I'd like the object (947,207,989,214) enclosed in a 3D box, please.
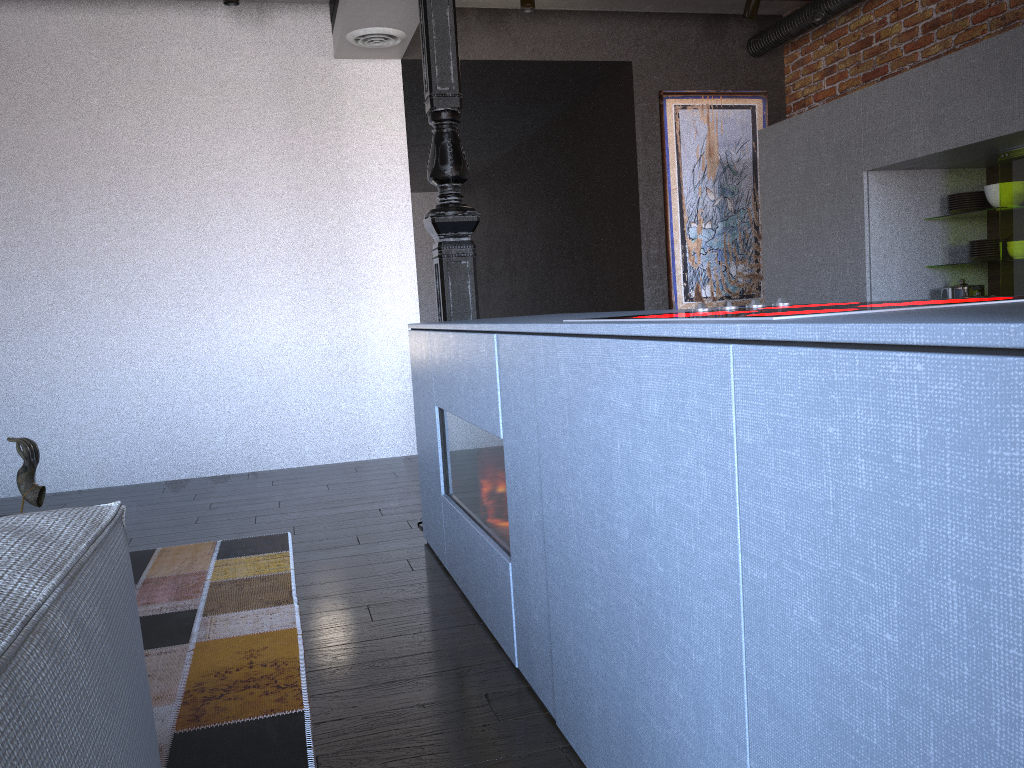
[{"bbox_3d":[2.200,-0.829,4.279,0.180,0.027,0.180,1,7,43],"label":"object"}]

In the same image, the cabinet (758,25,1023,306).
[{"bbox_3d":[2.363,-0.461,3.286,0.713,1.809,4.172,-5,5,-15],"label":"cabinet"}]

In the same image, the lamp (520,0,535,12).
[{"bbox_3d":[0.072,-2.182,4.959,0.114,0.184,0.082,1,7,40],"label":"lamp"}]

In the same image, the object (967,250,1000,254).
[{"bbox_3d":[2.246,-0.612,4.177,0.180,0.027,0.180,1,7,43],"label":"object"}]

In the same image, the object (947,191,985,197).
[{"bbox_3d":[2.195,-0.904,4.272,0.180,0.027,0.180,1,7,43],"label":"object"}]

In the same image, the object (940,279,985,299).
[{"bbox_3d":[2.166,-0.415,4.268,0.193,0.178,0.208,-1,6,27],"label":"object"}]

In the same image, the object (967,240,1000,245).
[{"bbox_3d":[2.243,-0.655,4.173,0.180,0.027,0.180,1,7,43],"label":"object"}]

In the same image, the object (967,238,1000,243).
[{"bbox_3d":[2.243,-0.665,4.172,0.180,0.027,0.180,1,7,43],"label":"object"}]

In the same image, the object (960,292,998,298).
[{"bbox_3d":[2.128,-0.362,4.046,0.159,0.117,0.172,-1,6,27],"label":"object"}]

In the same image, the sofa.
[{"bbox_3d":[-1.837,0.541,1.505,2.536,0.698,3.299,-5,5,-15],"label":"sofa"}]

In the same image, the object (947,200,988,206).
[{"bbox_3d":[2.198,-0.862,4.276,0.180,0.027,0.180,1,7,43],"label":"object"}]

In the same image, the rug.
[{"bbox_3d":[-1.293,0.752,2.383,1.431,0.013,2.363,-5,5,-15],"label":"rug"}]

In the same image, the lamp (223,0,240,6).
[{"bbox_3d":[-1.466,-2.050,4.564,0.120,0.184,0.082,-1,6,27],"label":"lamp"}]

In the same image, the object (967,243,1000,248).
[{"bbox_3d":[2.244,-0.644,4.174,0.180,0.027,0.180,1,7,43],"label":"object"}]

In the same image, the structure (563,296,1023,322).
[{"bbox_3d":[0.443,-0.109,1.442,0.504,0.057,0.763,-5,5,-15],"label":"structure"}]

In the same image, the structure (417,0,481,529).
[{"bbox_3d":[-3.549,-0.216,1.404,8.511,2.395,0.481,-7,6,-34],"label":"structure"}]

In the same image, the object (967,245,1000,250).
[{"bbox_3d":[2.245,-0.634,4.175,0.180,0.027,0.180,1,7,43],"label":"object"}]

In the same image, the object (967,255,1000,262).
[{"bbox_3d":[2.247,-0.591,4.179,0.180,0.027,0.180,1,7,43],"label":"object"}]

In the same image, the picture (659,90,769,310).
[{"bbox_3d":[1.384,-1.219,5.955,0.780,1.471,0.067,-5,5,-15],"label":"picture"}]

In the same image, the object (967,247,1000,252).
[{"bbox_3d":[2.245,-0.623,4.176,0.180,0.027,0.180,1,7,43],"label":"object"}]

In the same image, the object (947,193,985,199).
[{"bbox_3d":[2.196,-0.894,4.273,0.180,0.027,0.180,1,7,43],"label":"object"}]

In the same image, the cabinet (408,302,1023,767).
[{"bbox_3d":[0.307,0.262,2.056,0.607,0.844,2.959,-5,5,-15],"label":"cabinet"}]

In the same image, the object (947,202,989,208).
[{"bbox_3d":[2.199,-0.851,4.277,0.180,0.027,0.180,1,7,43],"label":"object"}]

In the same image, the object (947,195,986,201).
[{"bbox_3d":[2.197,-0.883,4.274,0.180,0.027,0.180,1,7,43],"label":"object"}]

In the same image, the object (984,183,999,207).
[{"bbox_3d":[2.265,-0.856,4.052,0.191,0.113,0.191,-4,5,-6],"label":"object"}]

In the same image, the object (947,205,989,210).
[{"bbox_3d":[2.199,-0.840,4.278,0.180,0.027,0.180,1,7,43],"label":"object"}]

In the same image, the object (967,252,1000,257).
[{"bbox_3d":[2.247,-0.602,4.178,0.180,0.027,0.180,1,7,43],"label":"object"}]

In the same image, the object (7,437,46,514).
[{"bbox_3d":[-1.260,0.242,2.298,0.099,0.223,0.093,-1,6,25],"label":"object"}]

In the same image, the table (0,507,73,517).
[{"bbox_3d":[-1.451,0.586,1.983,0.842,0.389,0.848,-5,5,-15],"label":"table"}]

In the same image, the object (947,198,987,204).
[{"bbox_3d":[2.197,-0.872,4.275,0.180,0.027,0.180,1,7,43],"label":"object"}]

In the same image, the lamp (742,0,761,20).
[{"bbox_3d":[1.439,-2.290,5.323,0.091,0.207,0.130,-8,7,-42],"label":"lamp"}]

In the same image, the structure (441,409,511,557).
[{"bbox_3d":[0.050,0.264,2.564,0.332,0.394,0.943,-5,5,-15],"label":"structure"}]
